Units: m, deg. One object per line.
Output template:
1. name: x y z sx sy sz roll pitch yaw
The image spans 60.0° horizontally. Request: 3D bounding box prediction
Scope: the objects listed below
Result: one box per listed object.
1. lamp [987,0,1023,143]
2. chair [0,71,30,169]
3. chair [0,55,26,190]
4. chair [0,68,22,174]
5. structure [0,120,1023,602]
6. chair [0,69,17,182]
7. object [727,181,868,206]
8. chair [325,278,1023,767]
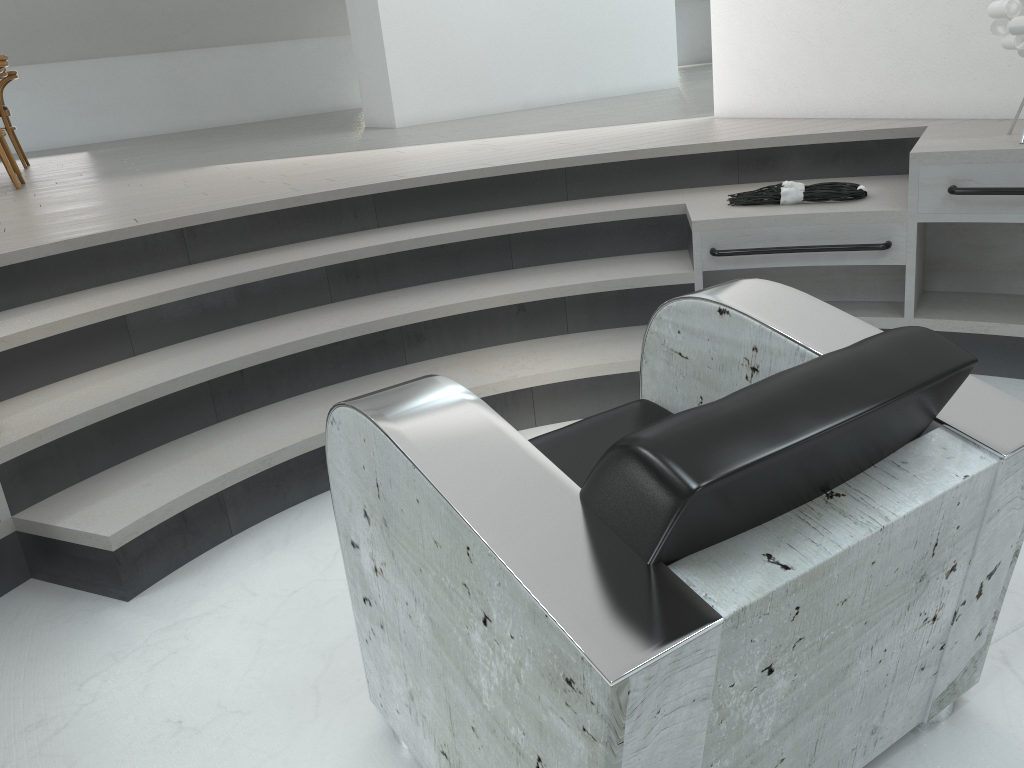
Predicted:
1. lamp: 1.573 -0.990 2.596 0.307 0.520 0.307 -21 24 -35
2. chair: -4.107 -2.035 6.931 0.623 0.728 0.531 -15 21 -22
3. chair: -3.120 -1.461 5.060 0.623 0.728 0.531 -15 21 -21
4. chair: -3.827 -1.831 6.288 0.624 0.728 0.530 -18 22 -29
5. structure: 0.261 0.206 1.510 4.709 0.687 4.753 0 21 18
6. chair: -3.498 -1.639 5.662 0.623 0.728 0.530 -16 21 -25
7. object: 0.989 -0.659 3.090 0.473 0.081 0.220 3 22 25
8. chair: 0.250 0.246 1.389 0.826 0.713 0.745 -18 22 -29
